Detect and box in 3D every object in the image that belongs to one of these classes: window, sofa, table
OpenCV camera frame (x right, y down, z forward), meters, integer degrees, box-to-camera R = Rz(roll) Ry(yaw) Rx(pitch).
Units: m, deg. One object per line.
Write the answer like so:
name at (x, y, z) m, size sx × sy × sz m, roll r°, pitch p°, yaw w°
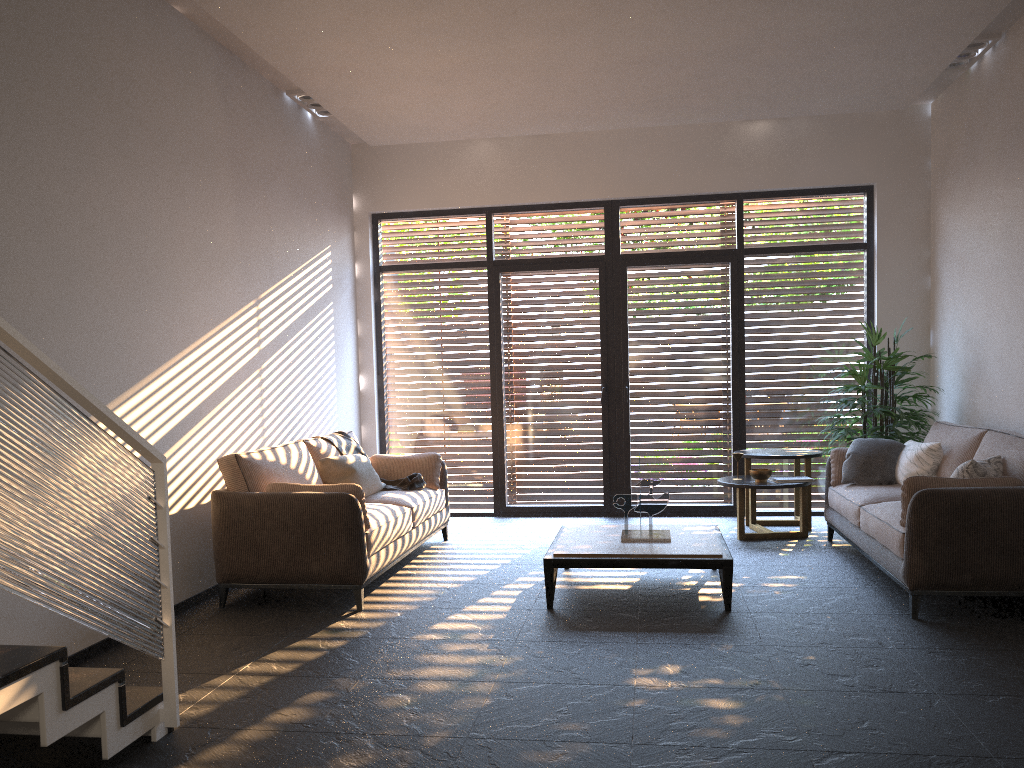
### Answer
window at (0.971, -0.257, 8.339) m, size 4.942 × 3.038 × 0.458 m, roll -1°, pitch 3°, yaw 9°
sofa at (2.704, 0.747, 5.625) m, size 0.993 × 0.922 × 2.315 m, roll -1°, pitch 1°, yaw 9°
sofa at (-1.161, 0.846, 6.227) m, size 0.993 × 0.922 × 2.315 m, roll -1°, pitch 1°, yaw 9°
table at (0.781, 1.104, 5.478) m, size 1.049 × 0.308 × 1.113 m, roll -1°, pitch 1°, yaw 9°

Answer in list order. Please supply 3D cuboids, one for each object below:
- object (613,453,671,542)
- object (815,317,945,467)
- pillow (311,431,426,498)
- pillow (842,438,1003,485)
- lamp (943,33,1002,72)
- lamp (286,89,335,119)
object at (-0.723, -1.224, 1.339) m, size 0.365 × 4.486 × 8.885 m, roll 0°, pitch 1°, yaw 20°
object at (2.975, 0.327, 7.197) m, size 0.977 × 1.728 × 0.912 m, roll -3°, pitch 3°, yaw -26°
pillow at (-1.267, 0.725, 6.737) m, size 0.955 × 0.710 × 1.015 m, roll -1°, pitch 2°, yaw 33°
pillow at (2.579, 0.564, 5.670) m, size 0.618 × 0.344 × 1.889 m, roll -1°, pitch 1°, yaw 9°
lamp at (3.221, -2.365, 6.298) m, size 0.253 × 0.066 × 0.643 m, roll -1°, pitch 0°, yaw 9°
lamp at (-1.549, -2.242, 7.040) m, size 0.253 × 0.066 × 0.643 m, roll -1°, pitch 0°, yaw 9°
